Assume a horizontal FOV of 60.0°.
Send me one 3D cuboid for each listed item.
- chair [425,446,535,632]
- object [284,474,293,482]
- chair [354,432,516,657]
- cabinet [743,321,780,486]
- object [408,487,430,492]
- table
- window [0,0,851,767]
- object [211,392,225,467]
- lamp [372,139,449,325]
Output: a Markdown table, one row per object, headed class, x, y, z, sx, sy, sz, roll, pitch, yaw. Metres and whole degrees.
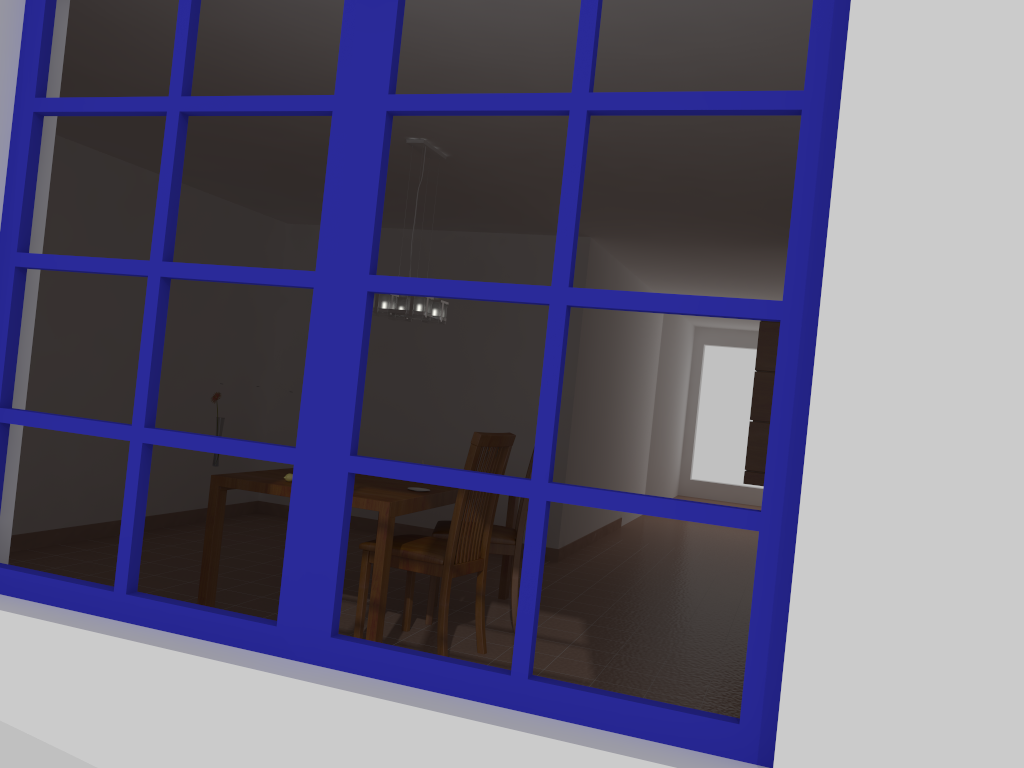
| class | x | y | z | sx | sy | sz | roll | pitch | yaw |
| --- | --- | --- | --- | --- | --- | --- | --- | --- | --- |
| chair | -0.132 | 0.758 | 4.844 | 0.574 | 1.063 | 0.444 | 6 | -1 | -1 |
| object | -1.014 | 0.428 | 4.048 | 0.043 | 0.038 | 0.043 | 6 | -1 | 8 |
| chair | -0.353 | 0.728 | 4.183 | 0.574 | 1.063 | 0.444 | 6 | -1 | 29 |
| cabinet | 3.971 | 0.320 | 5.611 | 4.718 | 1.200 | 0.754 | 6 | -1 | 19 |
| object | -0.445 | 0.505 | 4.234 | 0.108 | 0.008 | 0.108 | 6 | -1 | -17 |
| table | -0.691 | 0.860 | 4.717 | 0.900 | 0.740 | 1.800 | 6 | -1 | 19 |
| window | -0.315 | -0.192 | 1.674 | 1.699 | 1.430 | 0.035 | 6 | -1 | 19 |
| object | -1.461 | 0.220 | 4.365 | 0.085 | 0.365 | 0.050 | 6 | -1 | 16 |
| lamp | -0.499 | -0.797 | 4.703 | 0.304 | 0.919 | 0.304 | 6 | -1 | 19 |
